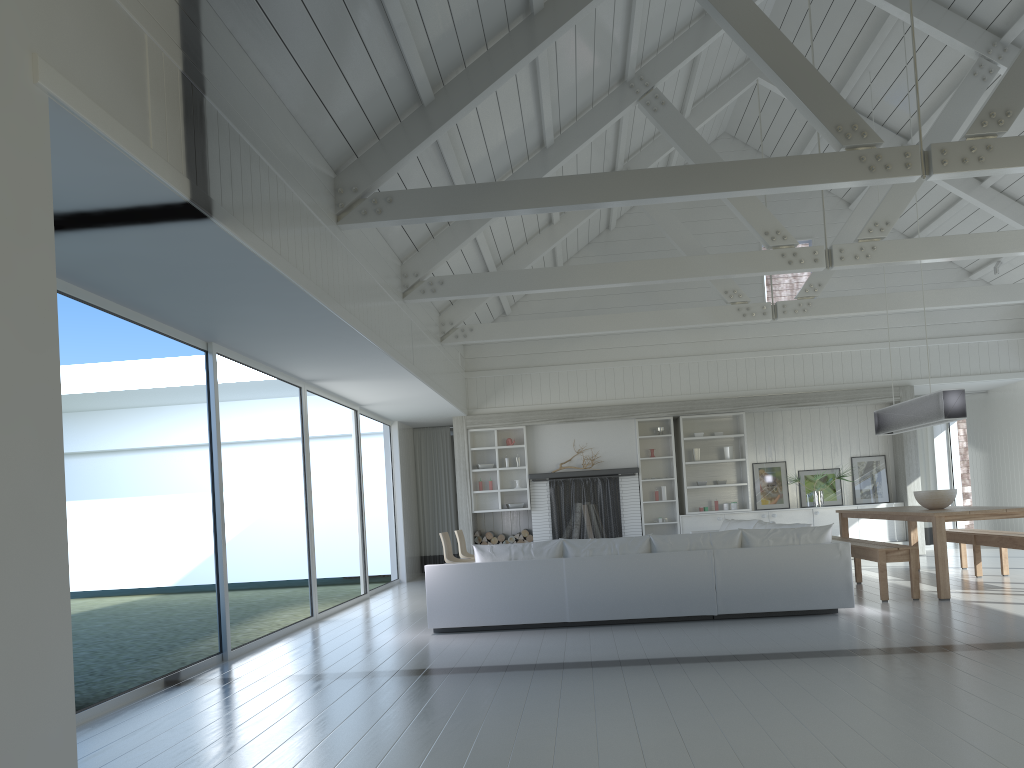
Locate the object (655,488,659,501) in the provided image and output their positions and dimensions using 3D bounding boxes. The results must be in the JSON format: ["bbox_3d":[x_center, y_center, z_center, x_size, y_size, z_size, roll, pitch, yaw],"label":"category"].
[{"bbox_3d":[2.145,1.634,13.066,0.054,0.195,0.054,-4,-2,3],"label":"object"}]

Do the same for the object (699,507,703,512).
[{"bbox_3d":[2.790,1.844,12.995,0.054,0.071,0.055,-2,-4,-17],"label":"object"}]

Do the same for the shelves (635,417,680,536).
[{"bbox_3d":[2.168,1.530,13.204,0.541,1.993,0.607,-4,-2,4],"label":"shelves"}]

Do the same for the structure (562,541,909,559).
[{"bbox_3d":[2.537,2.571,13.432,6.352,0.345,1.894,-4,-8,4],"label":"structure"}]

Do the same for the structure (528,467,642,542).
[{"bbox_3d":[1.112,1.959,13.259,1.617,1.282,0.863,-4,-4,4],"label":"structure"}]

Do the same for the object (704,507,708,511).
[{"bbox_3d":[2.862,1.848,13.015,0.058,0.061,0.058,-2,-5,-18],"label":"object"}]

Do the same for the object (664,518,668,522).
[{"bbox_3d":[2.271,2.014,13.048,0.058,0.061,0.058,-4,-5,4],"label":"object"}]

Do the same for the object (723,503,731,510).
[{"bbox_3d":[3.174,1.813,13.020,0.092,0.095,0.090,-7,-6,38],"label":"object"}]

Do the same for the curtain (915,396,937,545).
[{"bbox_3d":[6.187,1.372,13.894,1.007,2.362,0.117,-4,-2,5],"label":"curtain"}]

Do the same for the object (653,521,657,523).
[{"bbox_3d":[2.121,2.043,13.060,0.054,0.025,0.055,-4,-7,4],"label":"object"}]

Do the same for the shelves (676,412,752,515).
[{"bbox_3d":[2.991,1.196,13.148,0.939,1.438,0.607,-4,-3,4],"label":"shelves"}]

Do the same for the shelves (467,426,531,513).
[{"bbox_3d":[-0.174,1.296,13.263,0.866,1.235,0.551,-4,-3,4],"label":"shelves"}]

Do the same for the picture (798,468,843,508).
[{"bbox_3d":[4.547,1.532,12.989,0.609,0.551,0.054,-4,-2,4],"label":"picture"}]

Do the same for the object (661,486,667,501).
[{"bbox_3d":[2.251,1.619,13.057,0.072,0.210,0.071,-4,-2,4],"label":"object"}]

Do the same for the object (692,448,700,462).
[{"bbox_3d":[2.727,1.053,13.029,0.102,0.196,0.103,-4,-3,4],"label":"object"}]

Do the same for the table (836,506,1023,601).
[{"bbox_3d":[4.235,1.663,9.048,0.906,0.759,2.968,-4,-8,4],"label":"table"}]

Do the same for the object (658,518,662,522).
[{"bbox_3d":[2.197,2.014,13.055,0.054,0.071,0.054,-4,-4,3],"label":"object"}]

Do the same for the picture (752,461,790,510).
[{"bbox_3d":[3.831,1.506,13.035,0.495,0.701,0.065,-4,-2,4],"label":"picture"}]

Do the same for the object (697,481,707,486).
[{"bbox_3d":[2.802,1.470,13.013,0.141,0.066,0.142,-4,-7,4],"label":"object"}]

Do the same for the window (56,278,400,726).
[{"bbox_3d":[-2.070,1.185,8.876,0.080,2.407,8.772,-4,-7,4],"label":"window"}]

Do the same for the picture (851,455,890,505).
[{"bbox_3d":[5.256,1.406,12.926,0.495,0.701,0.065,-4,-2,4],"label":"picture"}]

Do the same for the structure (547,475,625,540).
[{"bbox_3d":[1.084,1.889,12.905,1.098,1.059,0.117,-4,-2,4],"label":"structure"}]

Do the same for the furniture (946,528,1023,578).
[{"bbox_3d":[5.014,1.754,8.980,0.340,0.468,2.698,-4,-8,4],"label":"furniture"}]

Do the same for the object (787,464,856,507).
[{"bbox_3d":[4.478,1.456,12.698,0.971,0.627,0.626,-4,-5,2],"label":"object"}]

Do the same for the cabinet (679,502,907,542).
[{"bbox_3d":[4.069,2.117,13.017,3.183,0.549,0.657,-4,-5,4],"label":"cabinet"}]

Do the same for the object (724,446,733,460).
[{"bbox_3d":[3.194,1.020,12.994,0.102,0.196,0.103,-1,-4,-41],"label":"object"}]

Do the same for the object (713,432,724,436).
[{"bbox_3d":[3.078,0.757,13.152,0.141,0.066,0.142,-4,-7,4],"label":"object"}]

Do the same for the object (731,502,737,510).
[{"bbox_3d":[3.263,1.789,12.945,0.086,0.111,0.085,-7,-5,39],"label":"object"}]

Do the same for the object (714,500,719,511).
[{"bbox_3d":[3.014,1.768,12.995,0.054,0.195,0.054,-4,-2,3],"label":"object"}]

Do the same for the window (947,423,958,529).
[{"bbox_3d":[7.709,1.472,15.083,0.038,2.419,0.949,-4,-3,4],"label":"window"}]

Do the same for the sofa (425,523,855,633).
[{"bbox_3d":[1.172,1.881,9.279,3.478,0.734,4.161,-4,-8,4],"label":"sofa"}]

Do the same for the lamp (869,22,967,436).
[{"bbox_3d":[4.018,-1.656,9.095,0.200,4.227,1.914,-4,-3,4],"label":"lamp"}]

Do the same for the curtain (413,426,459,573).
[{"bbox_3d":[-1.241,1.872,14.320,0.630,2.362,0.117,-4,-2,4],"label":"curtain"}]

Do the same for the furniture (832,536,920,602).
[{"bbox_3d":[3.522,1.858,9.094,0.340,0.468,2.698,-4,-8,4],"label":"furniture"}]

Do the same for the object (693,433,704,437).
[{"bbox_3d":[2.760,0.760,13.034,0.141,0.066,0.142,-4,-7,4],"label":"object"}]

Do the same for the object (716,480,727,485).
[{"bbox_3d":[3.121,1.468,13.131,0.141,0.066,0.142,-4,-7,4],"label":"object"}]
